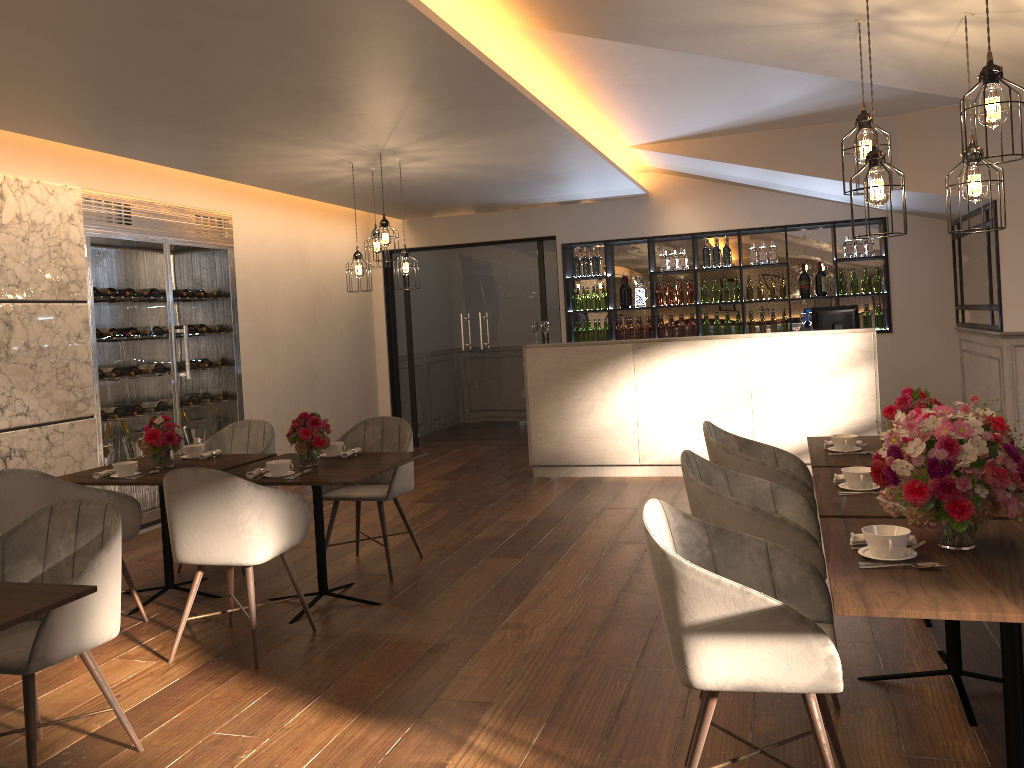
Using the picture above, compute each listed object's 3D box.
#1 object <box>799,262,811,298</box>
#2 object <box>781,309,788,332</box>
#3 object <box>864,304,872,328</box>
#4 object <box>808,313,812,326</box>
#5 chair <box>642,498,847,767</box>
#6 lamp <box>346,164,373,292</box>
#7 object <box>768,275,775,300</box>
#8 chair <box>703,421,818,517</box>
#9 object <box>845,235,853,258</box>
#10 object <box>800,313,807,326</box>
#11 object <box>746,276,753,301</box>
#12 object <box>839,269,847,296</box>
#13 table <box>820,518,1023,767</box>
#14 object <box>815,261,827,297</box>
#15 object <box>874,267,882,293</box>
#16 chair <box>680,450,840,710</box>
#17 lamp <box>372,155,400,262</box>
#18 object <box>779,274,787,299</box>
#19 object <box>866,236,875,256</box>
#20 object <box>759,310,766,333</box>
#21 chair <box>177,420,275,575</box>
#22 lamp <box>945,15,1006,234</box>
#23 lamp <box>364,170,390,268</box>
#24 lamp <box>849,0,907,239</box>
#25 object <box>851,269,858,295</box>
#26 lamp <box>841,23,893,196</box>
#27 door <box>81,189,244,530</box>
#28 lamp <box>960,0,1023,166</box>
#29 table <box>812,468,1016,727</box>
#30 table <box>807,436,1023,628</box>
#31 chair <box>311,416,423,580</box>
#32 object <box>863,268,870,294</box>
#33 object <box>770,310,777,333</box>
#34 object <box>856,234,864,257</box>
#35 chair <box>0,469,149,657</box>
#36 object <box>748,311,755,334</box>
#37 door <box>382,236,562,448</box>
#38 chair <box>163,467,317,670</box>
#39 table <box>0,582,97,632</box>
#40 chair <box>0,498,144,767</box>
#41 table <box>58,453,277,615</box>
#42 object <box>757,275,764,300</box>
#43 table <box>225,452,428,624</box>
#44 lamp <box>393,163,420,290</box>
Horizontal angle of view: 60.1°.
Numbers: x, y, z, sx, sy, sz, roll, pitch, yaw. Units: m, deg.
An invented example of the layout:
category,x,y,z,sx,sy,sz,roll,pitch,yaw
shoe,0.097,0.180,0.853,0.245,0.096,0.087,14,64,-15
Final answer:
category,x,y,z,sx,sy,sz,roll,pitch,yaw
object,2.987,-1.060,9.038,0.104,0.359,0.104,-4,1,-21
object,2.810,-0.645,9.128,0.065,0.261,0.066,-3,1,-4
object,3.574,-0.672,8.890,0.065,0.261,0.066,-3,1,-4
object,3.064,-0.625,9.050,0.065,0.207,0.065,-4,1,-27
chair,0.658,0.767,2.478,0.526,0.872,0.566,-3,2,17
lamp,-1.186,-1.717,6.550,0.175,2.069,0.175,-3,1,19
object,2.684,-1.003,9.157,0.065,0.261,0.066,-3,1,-4
chair,1.214,0.610,4.272,0.526,0.872,0.566,-3,2,17
object,3.385,-1.383,8.895,0.070,0.235,0.041,-3,1,17
object,2.990,-0.622,9.073,0.065,0.207,0.065,-4,1,-27
object,2.473,-0.995,9.222,0.065,0.261,0.066,-3,1,-4
object,3.343,-1.027,8.951,0.065,0.263,0.066,-3,1,-4
table,1.314,0.817,2.317,0.895,0.720,0.899,-2,3,17
object,3.135,-1.067,8.988,0.104,0.359,0.104,-2,1,45
object,3.659,-1.038,8.853,0.065,0.261,0.066,-3,1,-4
chair,0.936,0.689,3.375,0.526,0.872,0.566,-3,2,17
lamp,-0.947,-1.904,6.258,0.175,2.069,0.175,-3,1,19
object,2.789,-1.007,9.124,0.065,0.261,0.066,-3,1,-4
object,3.577,-1.390,8.836,0.070,0.235,0.041,-3,1,17
object,2.599,-0.637,9.194,0.065,0.261,0.066,-3,1,-4
chair,-1.763,0.690,5.573,0.564,0.872,0.527,-3,2,17
lamp,1.555,-1.563,3.064,0.175,2.069,0.175,-3,1,19
lamp,-1.100,-1.937,6.861,0.175,2.069,0.175,-3,1,19
lamp,1.207,-1.541,3.039,0.175,2.069,0.175,-3,1,19
object,3.448,-1.030,8.919,0.065,0.261,0.066,-3,1,-4
lamp,1.293,-1.762,3.351,0.175,2.069,0.175,-3,1,19
door,-2.652,-0.195,6.966,0.134,2.467,1.861,-3,2,17
lamp,1.446,-1.728,2.748,0.175,2.069,0.175,-3,1,19
table,1.592,0.738,3.213,0.895,0.720,0.899,-2,3,17
table,1.870,0.660,4.110,0.895,0.720,0.899,-2,3,17
chair,-0.849,0.658,5.288,0.564,0.872,0.527,-3,2,17
object,3.554,-1.034,8.886,0.065,0.261,0.066,-3,1,-4
object,2.704,-0.641,9.161,0.065,0.261,0.066,-3,1,-4
object,3.481,-1.386,8.866,0.070,0.235,0.041,-3,1,17
chair,-2.171,0.802,4.309,0.564,0.872,0.527,-3,2,17
object,2.494,-0.633,9.227,0.065,0.261,0.066,-3,1,-4
door,-0.408,-0.441,10.180,2.104,2.332,0.274,-3,1,17
chair,-1.256,0.769,4.024,0.564,0.872,0.527,-3,2,17
table,-1.739,0.995,2.270,0.895,0.720,0.899,-2,3,17
chair,-1.581,0.865,2.922,0.564,0.872,0.527,-3,2,17
table,-1.921,0.821,4.921,0.895,0.720,0.899,-2,3,17
object,2.578,-0.999,9.190,0.065,0.261,0.066,-3,1,-4
table,-1.006,0.788,4.636,0.895,0.720,0.899,-2,3,17
lamp,-0.838,-1.738,6.574,0.175,2.069,0.175,-3,1,19
